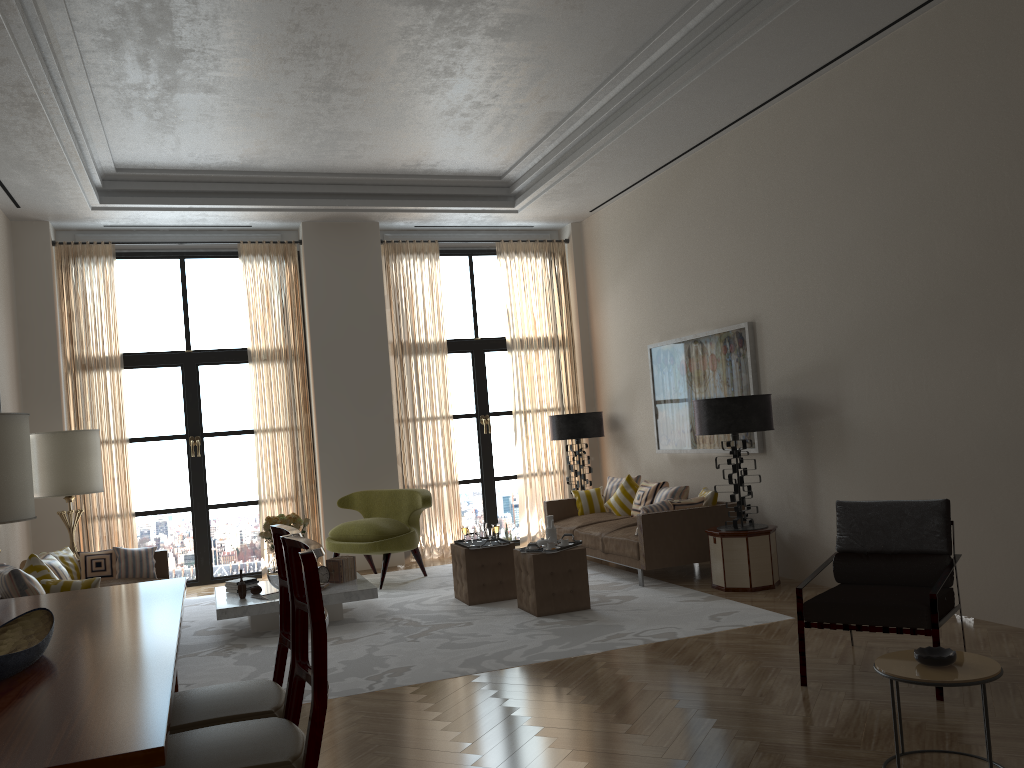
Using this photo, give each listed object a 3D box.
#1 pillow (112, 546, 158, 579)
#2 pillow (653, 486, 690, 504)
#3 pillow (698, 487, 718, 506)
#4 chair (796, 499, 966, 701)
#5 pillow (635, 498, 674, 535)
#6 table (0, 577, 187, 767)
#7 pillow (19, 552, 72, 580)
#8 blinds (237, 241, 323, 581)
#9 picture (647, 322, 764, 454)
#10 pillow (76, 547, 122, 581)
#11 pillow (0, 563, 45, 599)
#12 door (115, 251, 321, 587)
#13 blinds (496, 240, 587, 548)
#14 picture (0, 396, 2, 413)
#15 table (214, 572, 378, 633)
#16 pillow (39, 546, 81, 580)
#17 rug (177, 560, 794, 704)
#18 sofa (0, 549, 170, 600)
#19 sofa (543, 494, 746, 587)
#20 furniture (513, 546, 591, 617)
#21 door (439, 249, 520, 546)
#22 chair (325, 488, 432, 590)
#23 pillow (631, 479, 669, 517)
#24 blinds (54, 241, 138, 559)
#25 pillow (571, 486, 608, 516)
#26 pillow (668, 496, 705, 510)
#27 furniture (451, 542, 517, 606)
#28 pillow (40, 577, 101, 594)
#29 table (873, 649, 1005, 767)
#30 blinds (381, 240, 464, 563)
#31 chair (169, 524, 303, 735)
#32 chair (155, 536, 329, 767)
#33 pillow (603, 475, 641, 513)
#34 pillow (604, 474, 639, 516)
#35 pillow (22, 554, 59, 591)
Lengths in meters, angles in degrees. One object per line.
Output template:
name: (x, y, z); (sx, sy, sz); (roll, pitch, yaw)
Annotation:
pillow: (-4.095, 1.968, 9.657); (0.497, 0.428, 0.327); (-3, -2, -31)
pillow: (1.987, 1.575, 11.257); (0.370, 0.565, 0.660); (-4, -2, -24)
pillow: (2.262, 1.477, 10.435); (0.296, 0.475, 0.516); (-5, -2, 2)
chair: (2.571, 1.414, 6.147); (0.878, 1.134, 1.134); (-6, -2, 36)
pillow: (1.623, 1.542, 10.153); (0.497, 0.428, 0.327); (-3, -2, -31)
table: (-2.460, 1.774, 4.105); (1.799, 1.026, 3.806); (-4, -3, -19)
pillow: (-4.280, 1.852, 8.215); (0.403, 0.547, 0.618); (-4, -2, -16)
blinds: (-3.335, 0.385, 12.779); (0.873, 4.871, 0.419); (-4, -1, -17)
picture: (2.340, 0.121, 11.020); (0.080, 1.479, 2.270); (-4, -2, -21)
pillow: (-4.450, 1.995, 9.570); (0.464, 0.411, 0.304); (-4, -2, -21)
pillow: (-4.015, 1.762, 7.287); (0.355, 0.576, 0.624); (-3, -3, -41)
door: (-4.506, 0.481, 12.604); (3.256, 4.764, 0.240); (-4, -1, -19)
blinds: (0.500, 0.151, 14.131); (1.241, 4.871, 0.419); (-4, -1, -17)
picture: (-5.181, 0.398, 8.378); (0.045, 1.997, 3.066); (-4, -2, -19)
table: (-2.366, 2.373, 9.591); (1.583, 0.343, 1.502); (-4, -3, -19)
pillow: (-4.738, 1.976, 9.376); (0.296, 0.475, 0.516); (-5, -2, 2)
rug: (-1.035, 2.407, 9.622); (5.514, 0.065, 5.740); (-4, -3, -19)
sofa: (-4.003, 2.212, 8.433); (1.350, 0.819, 2.984); (-4, -3, -19)
sofa: (1.581, 1.919, 11.363); (1.350, 0.819, 2.984); (-4, -3, -19)
furniture: (0.402, 1.990, 9.064); (0.613, 0.616, 0.614); (-4, -2, -19)
door: (-0.464, 0.234, 14.029); (3.084, 4.764, 0.240); (-4, -1, -19)
chair: (-1.837, 2.034, 11.685); (1.793, 1.213, 1.029); (-6, -3, 38)
pillow: (1.800, 1.542, 11.597); (0.403, 0.547, 0.618); (-4, -2, -16)
blinds: (-5.586, 0.529, 11.986); (0.780, 4.883, 0.420); (-4, -1, -17)
pillow: (1.114, 1.682, 12.535); (0.482, 0.432, 0.318); (-4, -2, -10)
pillow: (1.980, 1.521, 10.240); (0.464, 0.411, 0.304); (-4, -2, -21)
furniture: (-0.310, 2.089, 9.904); (0.613, 0.616, 0.614); (-4, -2, -19)
pillow: (-3.588, 1.790, 7.276); (0.482, 0.432, 0.318); (-4, -2, -10)
table: (2.127, 1.662, 4.395); (0.584, 0.546, 0.584); (-5, -2, 20)
blinds: (-1.360, 0.265, 13.477); (0.959, 4.871, 0.420); (-4, -1, -17)
chair: (-1.306, 1.423, 3.859); (0.877, 1.504, 0.657); (-4, -2, -19)
chair: (-1.082, 1.375, 3.252); (0.877, 1.504, 0.657); (-4, -2, -19)
pillow: (1.531, 1.587, 12.526); (0.355, 0.576, 0.624); (-3, -3, -41)
pillow: (1.586, 1.546, 12.126); (0.768, 0.616, 0.355); (-6, -2, 24)
pillow: (-4.073, 1.770, 7.688); (0.768, 0.616, 0.355); (-6, -2, 24)
